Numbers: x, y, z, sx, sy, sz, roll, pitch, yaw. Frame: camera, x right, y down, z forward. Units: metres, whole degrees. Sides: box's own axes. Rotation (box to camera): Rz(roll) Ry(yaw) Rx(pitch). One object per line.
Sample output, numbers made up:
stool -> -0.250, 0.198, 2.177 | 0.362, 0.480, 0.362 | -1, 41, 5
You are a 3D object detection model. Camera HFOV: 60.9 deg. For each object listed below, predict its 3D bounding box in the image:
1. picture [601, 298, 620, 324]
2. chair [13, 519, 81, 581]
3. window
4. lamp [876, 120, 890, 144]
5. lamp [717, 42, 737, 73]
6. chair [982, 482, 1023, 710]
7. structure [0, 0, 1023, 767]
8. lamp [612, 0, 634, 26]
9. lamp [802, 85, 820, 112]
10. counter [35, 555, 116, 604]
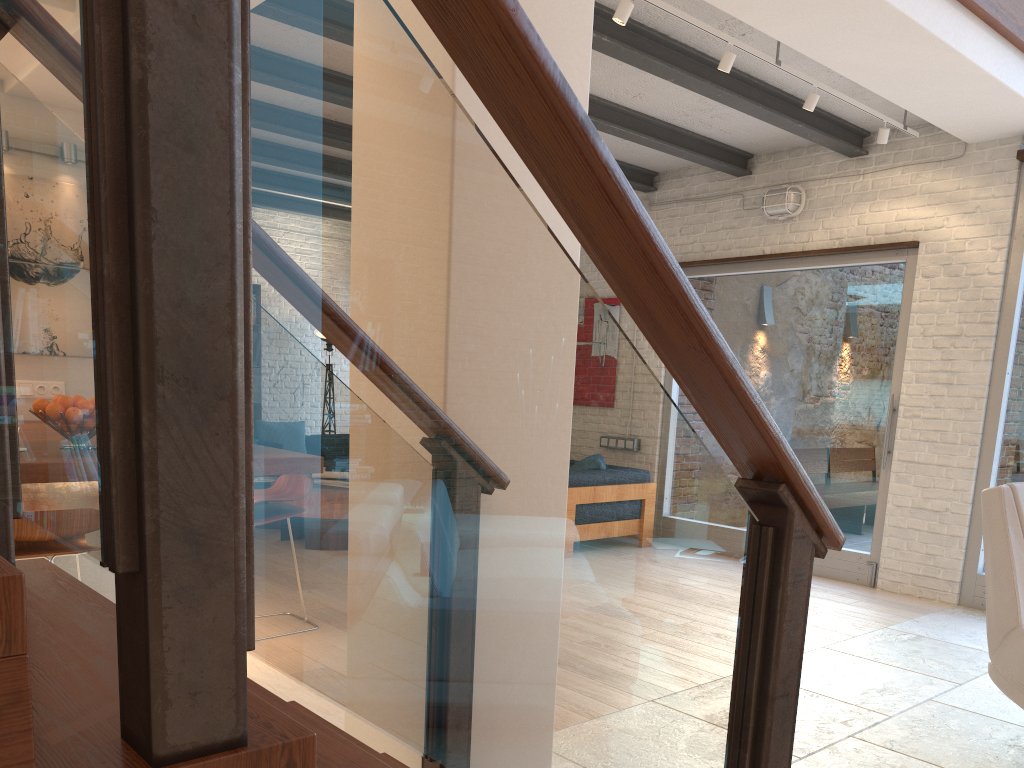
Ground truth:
picture -> 0.661, -0.273, 7.866 | 0.019, 0.981, 0.732 | -7, 11, -42
chair -> -1.729, 0.827, 3.229 | 0.402, 0.792, 0.415 | -4, 11, -41
window -> 2.794, -1.785, 5.776 | 0.641, 6.542, 12.167 | -6, 8, -42
lamp -> 2.139, -1.438, 5.021 | 0.059, 0.132, 0.085 | 4, 7, 8
lamp -> 0.992, -1.495, 4.023 | 0.060, 0.132, 0.084 | -4, 10, -39
chair -> 2.172, 0.894, 3.098 | 1.027, 1.037, 0.953 | 0, 6, -25
structure -> -0.780, -0.846, 2.204 | 10.121, 4.221, 13.670 | 1, 1, -42
lamp -> 0.453, -1.522, 3.546 | 0.086, 0.132, 0.058 | 5, 9, 18
lamp -> 1.550, -1.473, 4.511 | 0.060, 0.123, 0.084 | -4, 10, -39
counter -> -2.311, 0.727, 4.276 | 1.680, 0.938, 2.463 | 1, 2, -42
